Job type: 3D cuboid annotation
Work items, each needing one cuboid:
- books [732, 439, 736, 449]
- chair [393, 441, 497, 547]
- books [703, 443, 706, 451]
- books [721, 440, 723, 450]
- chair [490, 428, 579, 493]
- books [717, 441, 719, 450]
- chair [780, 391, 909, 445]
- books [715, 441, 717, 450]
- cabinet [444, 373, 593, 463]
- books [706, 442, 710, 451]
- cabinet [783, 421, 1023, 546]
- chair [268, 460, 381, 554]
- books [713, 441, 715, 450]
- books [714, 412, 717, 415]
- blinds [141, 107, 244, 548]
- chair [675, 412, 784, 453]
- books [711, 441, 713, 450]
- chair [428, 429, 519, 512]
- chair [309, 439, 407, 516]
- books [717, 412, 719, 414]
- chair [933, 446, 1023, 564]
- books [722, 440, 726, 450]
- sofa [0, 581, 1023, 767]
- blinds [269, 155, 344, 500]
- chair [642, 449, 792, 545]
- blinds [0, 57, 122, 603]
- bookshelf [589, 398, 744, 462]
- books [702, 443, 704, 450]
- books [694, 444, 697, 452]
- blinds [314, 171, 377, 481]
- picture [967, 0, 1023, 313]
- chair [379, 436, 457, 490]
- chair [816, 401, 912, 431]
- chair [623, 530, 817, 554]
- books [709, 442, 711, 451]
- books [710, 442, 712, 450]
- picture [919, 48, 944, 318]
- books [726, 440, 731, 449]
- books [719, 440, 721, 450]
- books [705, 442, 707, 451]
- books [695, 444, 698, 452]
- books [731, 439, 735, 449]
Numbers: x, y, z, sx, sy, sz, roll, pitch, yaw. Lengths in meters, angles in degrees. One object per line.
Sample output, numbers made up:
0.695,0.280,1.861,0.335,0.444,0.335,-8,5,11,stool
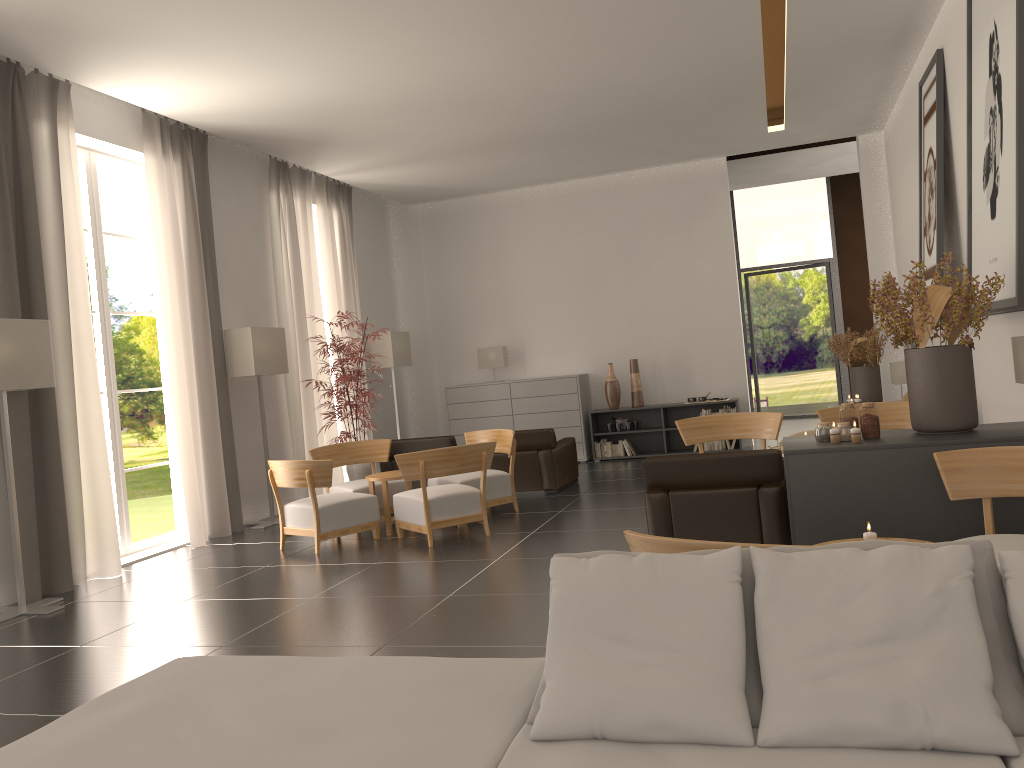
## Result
4.595,1.140,18.221,0.156,0.371,0.252,-5,0,17,books
-0.924,1.414,11.715,1.453,1.227,1.150,-6,0,-28,chair
4.003,1.188,18.403,0.041,0.377,0.248,-5,0,17,books
4.324,1.177,18.295,0.020,0.342,0.268,-5,0,17,books
0.238,1.309,15.548,1.537,1.076,1.500,-5,1,17,chair
4.257,1.152,18.327,0.041,0.404,0.245,-5,0,17,books
5.691,0.608,14.539,2.420,1.486,1.300,-5,0,7,chair
4.220,1.190,18.337,0.041,0.335,0.248,-5,0,17,books
0.188,0.851,19.837,3.078,1.876,1.041,-5,0,17,cabinet
4.069,1.207,18.379,0.057,0.328,0.257,-5,0,17,books
3.611,1.042,7.532,2.399,1.240,1.121,-5,0,17,cabinet
-2.567,1.566,11.991,1.450,1.227,1.152,-5,1,42,chair
4.182,1.172,18.363,0.041,0.377,0.221,-5,0,17,books
4.224,0.711,18.334,0.054,0.249,0.167,-5,0,17,books
-4.828,-0.857,13.445,0.417,6.432,1.550,-5,0,13,blinds
2.912,1.039,11.767,1.451,1.227,1.151,-5,0,17,chair
4.144,1.161,18.369,0.031,0.406,0.231,-5,0,17,books
-0.562,1.353,13.382,1.152,1.227,1.451,-6,1,-33,chair
-2.274,1.512,13.625,1.453,1.227,1.150,-6,0,-38,chair
4.277,0.706,18.318,0.054,0.249,0.167,-5,0,17,books
3.399,1.096,5.960,1.152,1.227,1.451,-6,1,-33,chair
4.372,1.170,18.318,0.057,0.346,0.197,-5,0,17,books
0.019,1.493,1.355,5.522,1.205,5.607,-5,1,17,sofa
-3.893,-0.996,16.540,0.414,6.432,1.550,-5,0,21,blinds
2.225,1.217,9.536,1.537,1.076,1.500,-5,1,17,chair
-5.651,-0.735,10.735,0.414,6.432,1.550,-5,0,21,blinds
3.261,0.979,18.779,3.078,1.079,0.740,-5,0,17,bookshelf
3.949,1.211,18.411,0.071,0.344,0.265,-5,0,17,books
3.848,1.213,18.450,0.153,0.360,0.249,-5,0,17,books
-3.400,-1.068,18.160,0.417,6.432,1.550,-5,0,13,blinds
4.701,-2.474,8.653,0.384,3.493,2.194,-5,0,17,picture
-1.464,1.463,16.067,1.537,1.076,1.500,-5,1,17,chair
4.683,0.879,11.227,1.451,1.227,1.151,-5,0,17,chair
1.394,1.309,4.568,1.450,1.227,1.152,-5,1,42,chair
4.103,1.204,18.364,0.016,0.328,0.265,-5,0,17,books
4.126,1.206,18.378,0.018,0.318,0.227,-5,0,17,books
5.808,-2.638,12.310,0.384,3.493,1.601,-5,0,17,picture
4.444,1.176,18.275,0.106,0.325,0.238,-5,0,17,books
4.303,1.172,18.302,0.023,0.357,0.267,-5,0,17,books
4.034,1.213,18.393,0.018,0.321,0.252,-5,0,17,books
3.875,1.205,18.441,0.156,0.371,0.252,-5,0,17,books
4.568,1.148,18.230,0.153,0.360,0.249,-5,0,17,books
